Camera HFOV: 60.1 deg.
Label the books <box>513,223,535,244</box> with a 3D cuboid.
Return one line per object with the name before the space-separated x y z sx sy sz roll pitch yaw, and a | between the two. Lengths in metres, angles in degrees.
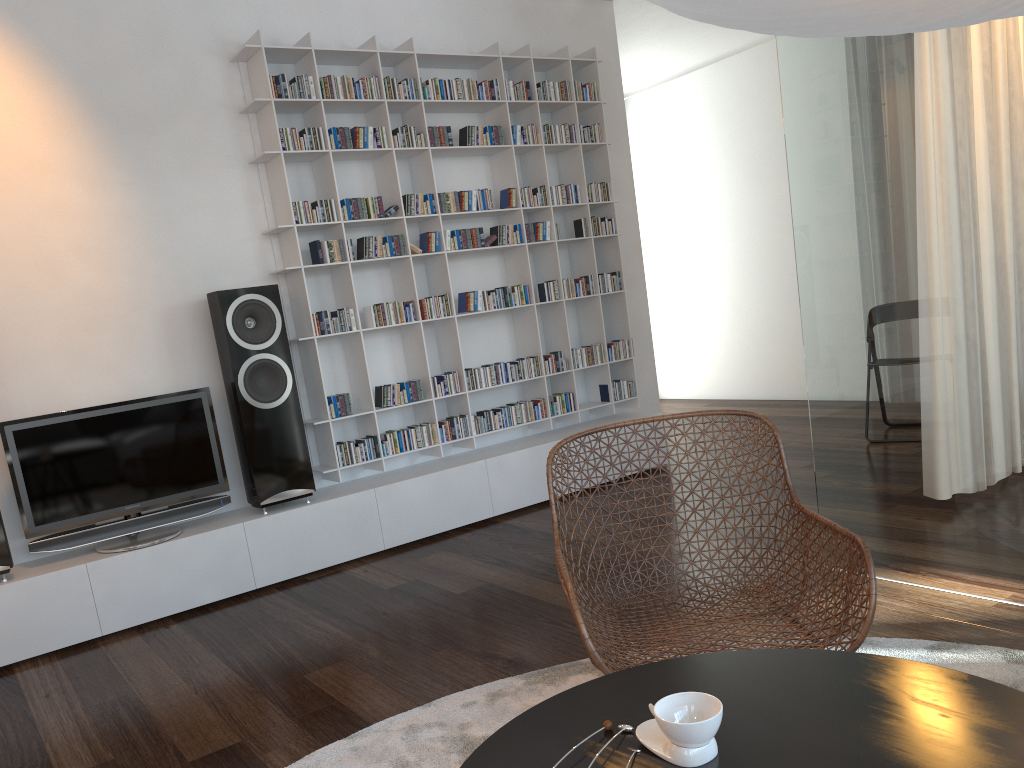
books | 0.045 -0.818 4.847 0.143 0.106 0.099 -13 9 -35

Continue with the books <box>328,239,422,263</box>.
books | -0.679 -0.667 4.358 0.499 0.107 0.089 -12 8 -33

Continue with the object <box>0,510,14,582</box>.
object | -2.173 0.287 3.365 0.292 1.014 0.280 -14 11 -33

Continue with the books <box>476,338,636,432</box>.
books | 0.265 -0.009 5.054 1.124 0.353 0.114 -12 9 -33

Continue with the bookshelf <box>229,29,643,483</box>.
bookshelf | -0.255 -0.711 4.710 2.068 2.097 0.226 -13 10 -33

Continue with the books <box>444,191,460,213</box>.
books | -0.326 -0.934 4.583 0.073 0.110 0.089 -14 9 -34

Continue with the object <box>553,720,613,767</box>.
object | 0.088 0.509 1.232 0.015 0.015 0.166 -1 9 43

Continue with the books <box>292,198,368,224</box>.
books | -0.880 -0.818 4.211 0.381 0.105 0.101 -12 8 -33

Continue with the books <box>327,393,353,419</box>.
books | -0.852 0.107 4.291 0.131 0.105 0.099 -13 9 -35

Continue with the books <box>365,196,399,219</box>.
books | -0.644 -0.866 4.368 0.162 0.107 0.089 -13 9 -33

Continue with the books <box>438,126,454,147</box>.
books | -0.357 -1.259 4.540 0.073 0.105 0.089 -14 9 -34

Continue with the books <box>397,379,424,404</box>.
books | -0.530 0.039 4.508 0.131 0.105 0.099 -13 9 -35

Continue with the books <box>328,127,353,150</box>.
books | -0.838 -1.160 4.217 0.131 0.105 0.099 -13 9 -35

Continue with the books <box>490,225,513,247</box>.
books | -0.054 -0.799 4.779 0.117 0.109 0.089 -13 9 -34

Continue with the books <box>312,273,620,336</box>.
books | -0.182 -0.443 4.718 1.909 0.115 0.114 -12 8 -33

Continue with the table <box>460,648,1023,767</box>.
table | 0.351 0.730 1.121 0.841 0.478 0.845 -12 7 -31

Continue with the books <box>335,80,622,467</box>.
books | -0.204 -0.660 4.689 1.937 1.840 0.114 -13 10 -33

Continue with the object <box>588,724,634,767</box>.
object | 0.125 0.505 1.211 0.025 0.016 0.162 -4 6 31

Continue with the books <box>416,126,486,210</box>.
books | -0.330 -1.098 4.573 0.347 0.436 0.100 -14 10 -34

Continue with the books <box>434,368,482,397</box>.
books | -0.297 -0.012 4.666 0.266 0.114 0.099 -12 9 -35

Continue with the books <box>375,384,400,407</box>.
books | -0.624 0.058 4.443 0.117 0.109 0.089 -13 9 -34

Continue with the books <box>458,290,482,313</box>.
books | -0.220 -0.435 4.688 0.117 0.109 0.089 -13 9 -34

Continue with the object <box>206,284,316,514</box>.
object | -1.157 0.075 4.050 0.292 1.014 0.280 -14 11 -33

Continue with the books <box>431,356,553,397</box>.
books | -0.116 -0.050 4.790 0.758 0.114 0.114 -12 8 -33

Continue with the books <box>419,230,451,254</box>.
books | -0.394 -0.728 4.549 0.156 0.111 0.089 -13 9 -33

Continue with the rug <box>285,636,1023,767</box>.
rug | 0.434 0.938 1.309 2.842 0.012 2.805 -5 6 36

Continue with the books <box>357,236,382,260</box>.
books | -0.698 -0.667 4.345 0.117 0.109 0.089 -13 9 -34

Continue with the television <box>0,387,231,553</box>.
television | -1.640 0.378 3.752 0.786 0.607 0.343 -10 8 -15

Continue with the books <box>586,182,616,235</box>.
books | 0.485 -1.010 5.139 0.181 0.303 0.114 -14 10 -33

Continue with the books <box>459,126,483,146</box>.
books | -0.212 -1.289 4.638 0.117 0.109 0.089 -13 9 -34

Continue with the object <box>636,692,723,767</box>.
object | 0.229 0.463 1.204 0.091 0.070 0.138 -11 7 -22

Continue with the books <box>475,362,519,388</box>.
books | -0.091 -0.055 4.806 0.232 0.114 0.114 -12 8 -34

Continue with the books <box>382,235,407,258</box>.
books | -0.604 -0.682 4.409 0.131 0.105 0.099 -13 9 -35

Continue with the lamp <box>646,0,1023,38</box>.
lamp | 0.807 -0.678 1.103 1.471 0.212 1.455 -8 5 3

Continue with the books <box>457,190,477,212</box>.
books | -0.248 -0.952 4.636 0.117 0.109 0.089 -13 9 -34

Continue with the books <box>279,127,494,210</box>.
books | -0.601 -1.043 4.388 1.115 0.436 0.101 -12 10 -33

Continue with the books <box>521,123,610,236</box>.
books | 0.301 -1.138 5.004 0.564 0.633 0.114 -13 10 -33

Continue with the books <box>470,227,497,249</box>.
books | -0.161 -0.775 4.706 0.162 0.107 0.089 -13 9 -33

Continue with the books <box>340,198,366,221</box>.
books | -0.787 -0.837 4.273 0.131 0.105 0.099 -13 9 -35

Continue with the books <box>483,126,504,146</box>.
books | -0.119 -1.308 4.702 0.131 0.105 0.099 -13 9 -35

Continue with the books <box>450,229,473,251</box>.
books | -0.284 -0.749 4.625 0.131 0.105 0.099 -13 9 -35

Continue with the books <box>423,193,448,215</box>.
books | -0.412 -0.915 4.526 0.138 0.105 0.099 -13 9 -35

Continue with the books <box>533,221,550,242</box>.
books | 0.150 -0.842 4.916 0.117 0.109 0.089 -13 9 -34

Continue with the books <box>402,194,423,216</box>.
books | -0.508 -0.897 4.460 0.117 0.109 0.089 -13 9 -34

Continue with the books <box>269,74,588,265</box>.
books | -0.354 -1.118 4.556 1.739 0.867 0.114 -12 10 -33

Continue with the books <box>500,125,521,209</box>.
books | -0.007 -1.168 4.787 0.155 0.436 0.089 -14 11 -33

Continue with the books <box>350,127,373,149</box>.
books | -0.733 -1.183 4.286 0.117 0.109 0.089 -13 9 -34

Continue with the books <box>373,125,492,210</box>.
books | -0.410 -1.087 4.518 0.616 0.443 0.101 -13 10 -34

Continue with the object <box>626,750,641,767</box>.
object | 0.151 0.509 1.159 0.026 0.010 0.122 -6 6 22

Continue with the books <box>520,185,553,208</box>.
books | 0.110 -1.027 4.878 0.230 0.114 0.101 -12 8 -33

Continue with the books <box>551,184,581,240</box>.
books | 0.285 -0.968 5.005 0.229 0.303 0.114 -13 10 -33

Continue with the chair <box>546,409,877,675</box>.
chair | 0.472 0.473 2.295 0.718 0.717 0.679 -8 7 -1
